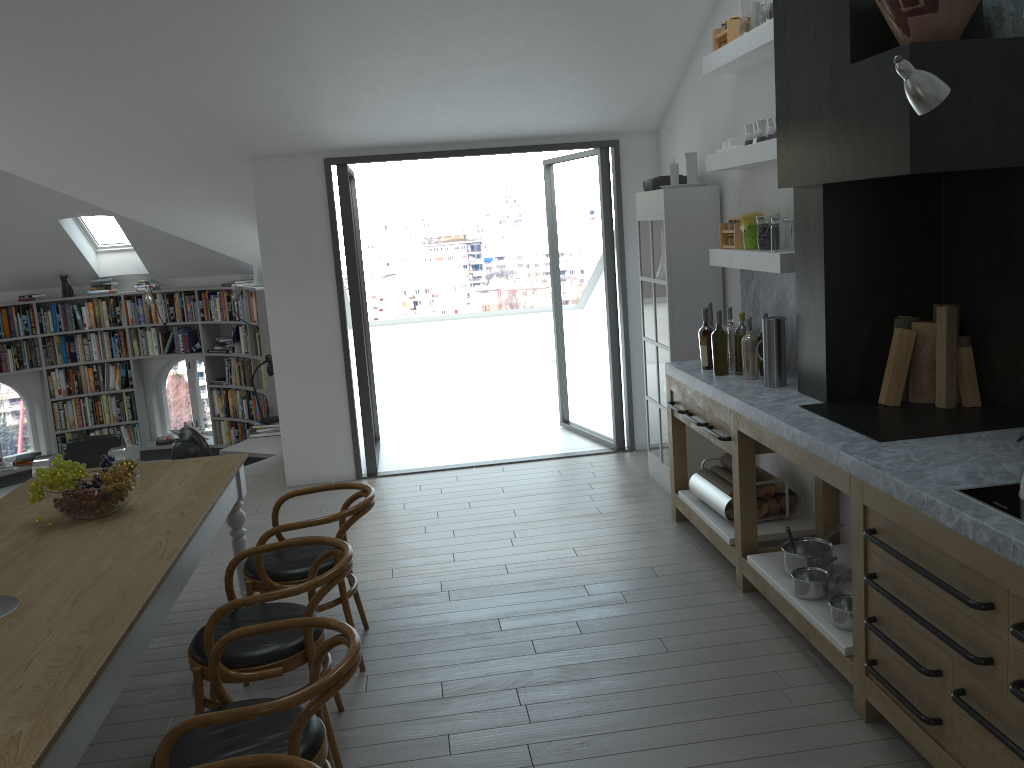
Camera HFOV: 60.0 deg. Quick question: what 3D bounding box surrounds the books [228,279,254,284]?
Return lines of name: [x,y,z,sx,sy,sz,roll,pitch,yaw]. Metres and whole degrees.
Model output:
books: [-3.110,-1.177,10.177,0.234,0.027,0.248,-11,12,-33]

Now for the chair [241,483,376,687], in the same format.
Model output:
chair: [-0.884,0.859,3.935,0.621,0.731,0.529,-5,9,-6]

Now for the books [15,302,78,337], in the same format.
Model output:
books: [-5.454,-0.766,10.347,0.684,0.344,0.265,-10,11,-29]

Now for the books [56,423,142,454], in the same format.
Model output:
books: [-4.967,0.660,10.720,1.020,0.305,0.288,-8,10,-21]

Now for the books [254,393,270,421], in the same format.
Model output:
books: [-2.559,0.299,9.703,0.304,0.357,1.187,-9,11,-25]

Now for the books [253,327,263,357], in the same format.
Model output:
books: [-2.581,-0.445,9.533,0.280,0.356,1.056,-8,11,-20]

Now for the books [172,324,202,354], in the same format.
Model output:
books: [-3.809,-0.547,10.603,0.399,0.339,0.225,-2,10,13]

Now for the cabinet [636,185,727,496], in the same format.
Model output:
cabinet: [1.128,-0.288,5.902,0.361,1.981,0.644,-5,9,-7]

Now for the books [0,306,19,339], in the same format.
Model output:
books: [-5.941,-0.656,9.879,0.269,0.371,0.796,3,12,36]

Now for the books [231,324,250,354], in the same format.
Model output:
books: [-2.985,-0.531,10.165,0.553,0.349,0.256,4,12,39]

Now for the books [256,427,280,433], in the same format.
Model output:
books: [-2.356,0.412,8.657,0.286,0.034,0.305,-7,11,-16]

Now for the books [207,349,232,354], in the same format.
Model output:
books: [-3.331,-0.411,10.489,0.388,0.042,0.367,3,12,33]

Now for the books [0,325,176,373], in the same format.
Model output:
books: [-5.177,-0.396,10.349,2.533,0.369,0.592,-9,11,-25]

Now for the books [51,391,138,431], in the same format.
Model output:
books: [-4.978,0.301,10.676,1.033,0.356,0.293,-8,10,-21]

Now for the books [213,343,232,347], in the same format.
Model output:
books: [-3.336,-0.474,10.480,0.286,0.031,0.270,6,14,43]

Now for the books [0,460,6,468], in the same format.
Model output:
books: [-5.945,0.934,10.131,0.270,0.031,0.286,-10,12,-29]

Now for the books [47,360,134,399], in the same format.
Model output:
books: [-5.018,-0.077,10.611,0.999,0.350,0.298,-8,10,-23]

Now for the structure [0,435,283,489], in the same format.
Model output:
structure: [-4.227,0.956,8.669,4.713,0.690,4.728,4,13,38]

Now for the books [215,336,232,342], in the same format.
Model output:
books: [-3.341,-0.536,10.470,0.270,0.031,0.286,-9,12,-26]

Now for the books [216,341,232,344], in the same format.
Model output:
books: [-3.338,-0.504,10.475,0.227,0.036,0.214,6,14,43]

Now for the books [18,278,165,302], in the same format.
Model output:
books: [-5.442,-1.021,10.017,2.821,0.173,0.749,-12,13,-35]

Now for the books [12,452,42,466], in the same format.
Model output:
books: [-5.634,0.882,10.339,0.318,0.099,0.293,-5,10,-5]

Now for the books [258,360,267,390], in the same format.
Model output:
books: [-2.545,-0.068,9.588,0.276,0.346,1.024,-8,11,-21]

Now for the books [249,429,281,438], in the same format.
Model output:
books: [-2.353,0.448,8.663,0.365,0.042,0.390,-5,10,-6]

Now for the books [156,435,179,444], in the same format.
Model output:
books: [-4.222,0.676,10.907,0.269,0.029,0.254,-7,11,-16]

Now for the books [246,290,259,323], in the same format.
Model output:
books: [-2.612,-0.825,9.486,0.293,0.360,1.017,-8,11,-24]

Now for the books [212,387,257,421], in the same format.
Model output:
books: [-3.168,0.208,10.432,0.872,0.349,0.273,3,12,35]

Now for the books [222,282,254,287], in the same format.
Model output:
books: [-3.108,-1.149,10.181,0.317,0.036,0.336,-14,14,-43]

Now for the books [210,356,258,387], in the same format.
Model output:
books: [-3.132,-0.161,10.317,0.974,0.350,0.252,3,12,35]

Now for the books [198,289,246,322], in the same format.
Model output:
books: [-3.234,-0.922,10.250,0.970,0.366,0.307,3,12,36]

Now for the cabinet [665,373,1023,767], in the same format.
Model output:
cabinet: [1.801,0.944,2.263,1.004,1.017,6.457,-5,10,-6]

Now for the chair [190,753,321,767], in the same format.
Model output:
chair: [-0.625,1.232,1.797,0.621,0.731,0.529,-6,9,-10]

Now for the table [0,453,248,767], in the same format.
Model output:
table: [-1.612,1.073,2.860,1.019,0.795,3.364,-5,10,-6]

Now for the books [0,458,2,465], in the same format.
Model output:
books: [-5.947,0.903,10.126,0.214,0.036,0.227,-10,12,-29]

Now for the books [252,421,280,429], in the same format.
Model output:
books: [-2.358,0.380,8.652,0.269,0.031,0.287,-4,10,4]

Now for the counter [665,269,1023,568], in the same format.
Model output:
counter: [1.773,0.149,2.070,0.962,0.617,6.605,-5,10,-6]

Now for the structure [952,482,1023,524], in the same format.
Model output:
structure: [1.693,0.372,2.352,0.647,0.041,0.740,-5,10,-6]

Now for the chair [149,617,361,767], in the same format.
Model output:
chair: [-0.705,1.107,2.508,0.621,0.731,0.530,-5,9,-3]

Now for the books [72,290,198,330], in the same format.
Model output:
books: [-4.414,-0.897,10.587,1.566,0.365,0.395,-4,10,-1]

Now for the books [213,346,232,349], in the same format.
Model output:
books: [-3.334,-0.444,10.484,0.286,0.031,0.270,1,12,28]

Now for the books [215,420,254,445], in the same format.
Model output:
books: [-2.949,0.591,10.277,1.499,0.310,0.361,6,14,45]

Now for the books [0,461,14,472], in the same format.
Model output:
books: [-5.942,0.968,10.136,0.366,0.042,0.388,-13,13,-39]

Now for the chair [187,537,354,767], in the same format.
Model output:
chair: [-0.854,0.988,3.217,0.621,0.731,0.529,-6,9,-10]

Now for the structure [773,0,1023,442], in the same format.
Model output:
structure: [1.613,-0.818,3.565,0.780,1.876,1.080,-5,9,-6]

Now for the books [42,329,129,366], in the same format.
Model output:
books: [-5.061,-0.455,10.592,1.029,0.357,0.301,-8,10,-20]

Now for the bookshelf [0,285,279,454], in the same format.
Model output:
bookshelf: [-4.452,-0.032,9.907,4.334,1.872,2.118,-5,10,-6]

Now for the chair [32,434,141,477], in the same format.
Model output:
chair: [-4.172,0.926,8.780,0.823,0.716,0.744,-6,10,-11]
